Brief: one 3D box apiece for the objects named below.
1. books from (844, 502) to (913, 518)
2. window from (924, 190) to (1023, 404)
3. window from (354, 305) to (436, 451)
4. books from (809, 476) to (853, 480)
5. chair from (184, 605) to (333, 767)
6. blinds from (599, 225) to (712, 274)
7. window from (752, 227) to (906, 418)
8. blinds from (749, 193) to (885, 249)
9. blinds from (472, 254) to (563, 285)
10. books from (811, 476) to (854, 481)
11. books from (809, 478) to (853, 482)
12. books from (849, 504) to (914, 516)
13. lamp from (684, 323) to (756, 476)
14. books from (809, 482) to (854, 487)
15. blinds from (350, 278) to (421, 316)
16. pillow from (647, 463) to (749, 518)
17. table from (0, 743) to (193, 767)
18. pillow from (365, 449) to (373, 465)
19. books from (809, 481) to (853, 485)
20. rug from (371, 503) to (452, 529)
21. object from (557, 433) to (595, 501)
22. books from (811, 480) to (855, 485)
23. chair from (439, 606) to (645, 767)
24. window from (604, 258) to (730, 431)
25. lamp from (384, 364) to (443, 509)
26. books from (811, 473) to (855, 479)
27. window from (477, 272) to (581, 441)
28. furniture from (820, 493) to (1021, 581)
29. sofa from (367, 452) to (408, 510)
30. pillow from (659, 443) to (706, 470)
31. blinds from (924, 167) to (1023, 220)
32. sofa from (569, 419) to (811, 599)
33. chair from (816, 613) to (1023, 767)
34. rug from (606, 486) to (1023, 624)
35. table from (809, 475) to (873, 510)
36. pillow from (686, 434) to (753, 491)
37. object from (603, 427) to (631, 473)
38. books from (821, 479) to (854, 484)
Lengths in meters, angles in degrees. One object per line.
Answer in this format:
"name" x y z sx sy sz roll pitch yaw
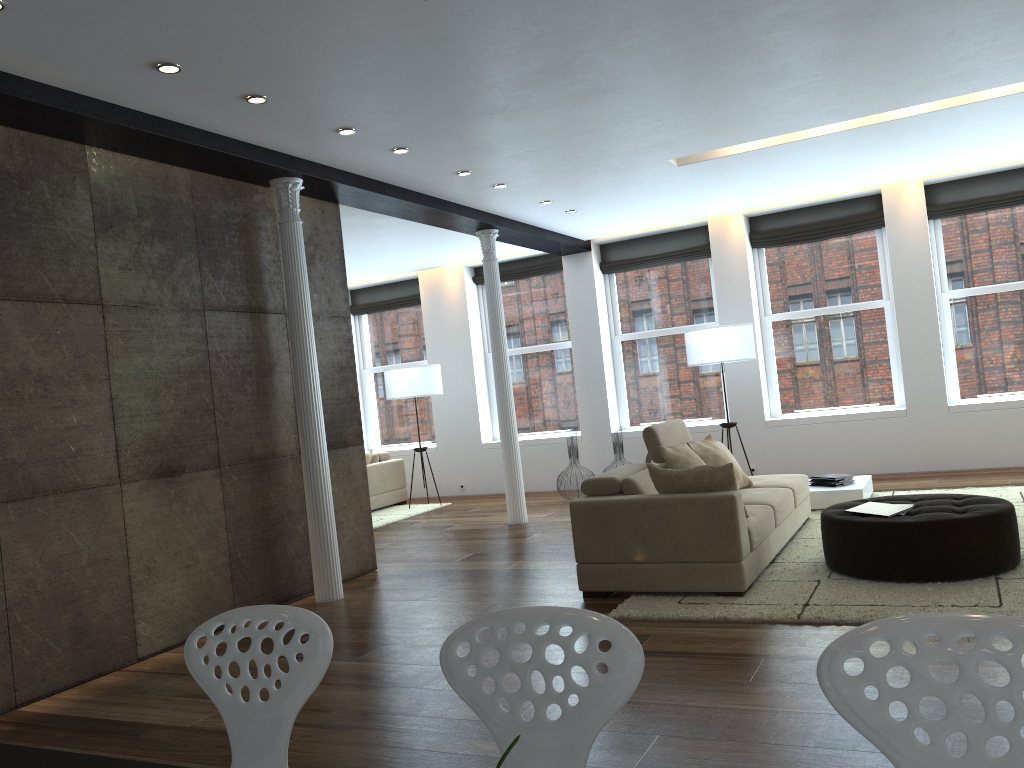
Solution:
"books" 2.117 0.725 5.123 0.220 0.040 0.301 -6 -1 -29
"window" 5.144 -0.977 9.082 1.443 2.400 0.123 -6 -1 27
"window" -1.575 -0.218 12.458 1.345 2.400 0.123 -6 -1 27
"books" 2.775 0.816 7.729 0.220 0.010 0.300 -6 -1 -28
"chair" -0.638 0.940 1.811 0.495 0.835 0.581 -6 -1 27
"blinds" 1.731 -1.613 10.668 1.431 0.395 0.183 -6 -1 27
"window" 3.507 -0.792 9.905 1.442 2.400 0.123 -6 -1 27
"blinds" 3.374 -1.792 9.860 1.439 0.424 0.156 -6 -1 27
"blinds" 0.121 -1.492 11.492 1.396 0.275 0.156 -6 -1 27
"books" 2.799 0.823 7.741 0.300 0.010 0.220 -7 -1 42
"books" 2.777 0.835 7.729 0.220 0.010 0.300 -6 -1 -38
"books" 2.140 0.730 5.136 0.300 0.031 0.219 -7 -1 42
"lamp" 2.230 0.274 9.199 0.698 1.728 0.698 -6 -1 -40
"books" 2.781 0.873 7.728 0.220 0.010 0.300 -6 -1 -28
"blinds" -1.711 -1.225 12.415 1.342 0.393 0.156 -6 -1 27
"pillow" 1.105 0.632 5.233 0.518 0.393 0.395 -6 -1 30
"table" -0.105 0.919 0.545 3.400 0.733 1.200 -6 -1 27
"pillow" -1.959 1.029 10.978 0.395 0.393 0.518 -6 -1 23
"books" 2.779 0.854 7.729 0.220 0.010 0.300 -6 -1 -28
"rug" -3.280 1.740 10.503 4.231 0.020 2.972 -6 -1 27
"object" 0.714 0.926 10.096 0.458 0.781 0.458 -6 -1 26
"books" 2.803 0.862 7.741 0.220 0.010 0.300 -5 -1 -43
"chair" -0.011 0.869 1.518 0.495 0.835 0.581 -6 -1 27
"window" 1.874 -0.608 10.725 1.432 2.400 0.123 -6 -1 27
"lamp" -1.139 0.654 10.891 0.698 1.728 0.698 -6 -1 -40
"books" 2.796 0.804 7.741 0.220 0.010 0.300 -6 -1 -23
"window" 0.263 -0.426 11.534 1.391 2.400 0.123 -6 -1 27
"furniture" 2.386 0.883 5.235 1.057 0.355 1.057 -6 -1 28
"sofa" -2.749 1.230 11.632 2.581 0.950 1.018 -6 -1 27
"pillow" 1.230 0.606 6.020 0.301 0.439 0.534 -6 -1 30
"blinds" 5.010 -1.984 9.038 1.442 0.393 0.156 -6 -1 27
"sofa" 1.369 0.725 6.239 1.021 0.950 2.581 -6 -1 27
"chair" 0.640 0.796 1.180 0.495 0.835 0.581 -6 -1 27
"rug" 2.778 1.039 6.032 2.972 0.020 4.231 -6 -1 27
"table" 2.686 0.976 7.882 0.900 0.170 0.900 -6 -1 27
"pillow" 1.520 0.593 6.573 0.368 0.416 0.519 -7 -1 31
"object" 1.225 0.872 10.082 0.458 0.781 0.458 -6 -1 26
"books" 2.801 0.843 7.741 0.220 0.010 0.300 -6 -1 -13
